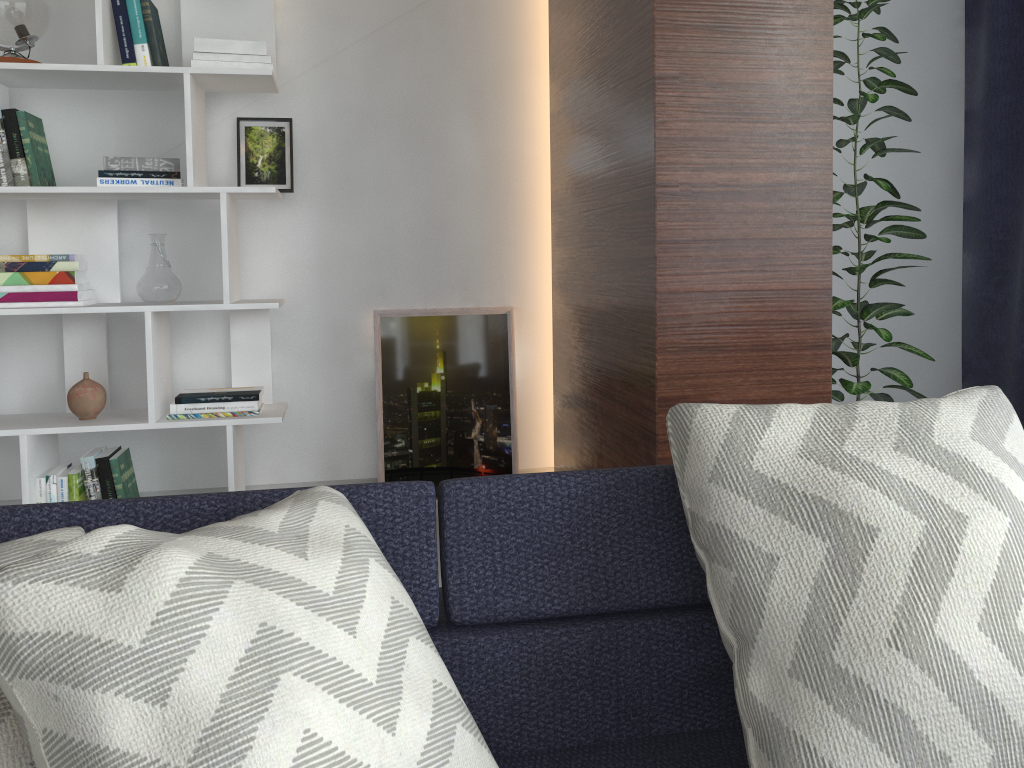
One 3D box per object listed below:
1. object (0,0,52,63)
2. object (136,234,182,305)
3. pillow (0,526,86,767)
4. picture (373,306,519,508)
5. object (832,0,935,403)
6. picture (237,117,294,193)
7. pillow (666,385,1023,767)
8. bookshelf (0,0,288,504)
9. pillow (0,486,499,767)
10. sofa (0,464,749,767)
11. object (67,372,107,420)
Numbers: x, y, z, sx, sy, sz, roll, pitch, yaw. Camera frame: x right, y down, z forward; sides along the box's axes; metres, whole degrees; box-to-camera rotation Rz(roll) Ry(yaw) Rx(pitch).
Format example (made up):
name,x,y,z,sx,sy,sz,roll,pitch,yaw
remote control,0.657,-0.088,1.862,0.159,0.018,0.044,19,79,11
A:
name,x,y,z,sx,sy,sz,roll,pitch,yaw
object,-1.514,-1.056,2.659,0.235,0.381,0.221,0,4,9
object,-1.110,-0.361,2.776,0.132,0.218,0.133,-1,4,-5
pillow,-0.485,0.313,0.709,0.331,0.292,0.418,4,8,41
picture,-0.229,0.081,3.132,0.500,0.695,0.084,-2,3,-11
object,1.081,-0.461,2.769,0.484,1.835,0.504,-4,5,-42
picture,-0.832,-0.772,2.979,0.182,0.254,0.059,-2,3,-11
pillow,0.446,0.223,0.977,0.495,0.386,0.345,-2,5,-11
bookshelf,-1.320,-0.413,2.772,1.151,1.809,0.301,-2,3,-11
pillow,-0.212,0.289,0.789,0.281,0.349,0.421,2,7,32
sofa,0.476,0.514,0.322,2.873,0.604,1.914,-2,8,-11
object,-1.336,0.037,2.776,0.111,0.146,0.123,-2,5,-14
